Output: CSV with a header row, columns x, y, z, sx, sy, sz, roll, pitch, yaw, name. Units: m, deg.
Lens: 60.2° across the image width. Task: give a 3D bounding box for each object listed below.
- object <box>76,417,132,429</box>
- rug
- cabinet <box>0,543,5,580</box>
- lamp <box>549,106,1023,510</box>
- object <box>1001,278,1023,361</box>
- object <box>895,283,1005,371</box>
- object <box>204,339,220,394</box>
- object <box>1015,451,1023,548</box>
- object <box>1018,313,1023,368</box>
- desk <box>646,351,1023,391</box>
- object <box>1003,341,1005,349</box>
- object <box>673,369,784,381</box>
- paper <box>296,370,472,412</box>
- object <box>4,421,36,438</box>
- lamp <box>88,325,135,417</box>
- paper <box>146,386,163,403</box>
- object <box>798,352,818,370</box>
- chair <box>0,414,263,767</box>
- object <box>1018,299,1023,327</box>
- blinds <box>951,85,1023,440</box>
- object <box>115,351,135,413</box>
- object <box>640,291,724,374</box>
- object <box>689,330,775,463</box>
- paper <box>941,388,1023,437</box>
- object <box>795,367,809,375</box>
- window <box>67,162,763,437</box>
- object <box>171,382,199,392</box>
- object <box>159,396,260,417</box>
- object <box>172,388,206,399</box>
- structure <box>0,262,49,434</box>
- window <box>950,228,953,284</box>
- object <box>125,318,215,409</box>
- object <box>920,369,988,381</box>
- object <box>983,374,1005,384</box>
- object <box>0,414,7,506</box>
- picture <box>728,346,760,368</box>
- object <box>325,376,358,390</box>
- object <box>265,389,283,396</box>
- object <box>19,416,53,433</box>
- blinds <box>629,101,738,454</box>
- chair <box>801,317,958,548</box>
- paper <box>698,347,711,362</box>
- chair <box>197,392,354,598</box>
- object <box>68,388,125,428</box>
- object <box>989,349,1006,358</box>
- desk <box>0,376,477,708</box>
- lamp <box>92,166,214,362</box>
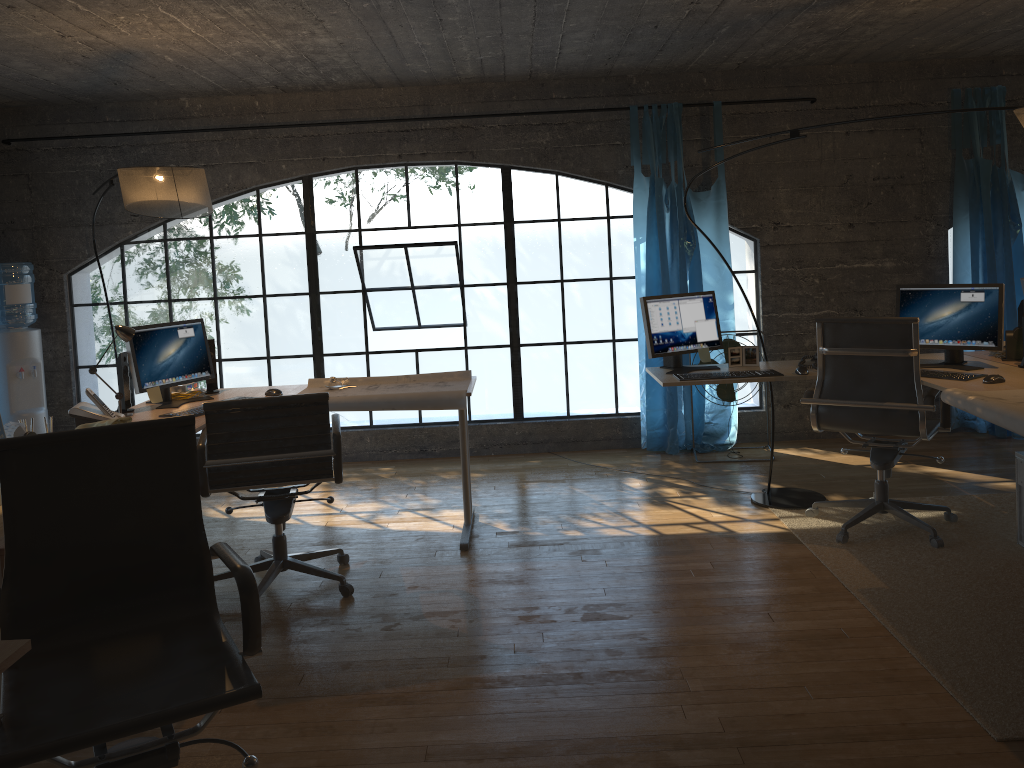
x,y,z,sx,sy,sz,roll,pitch,yaw,name
-1.447,0.191,3.110,0.255,0.129,0.255,-2,7,3,object
2.114,0.757,3.477,1.600,0.005,2.222,-3,9,1,rug
-1.702,0.757,2.883,0.426,0.568,0.428,-3,5,-2,cabinet
0.377,-0.456,5.681,0.388,1.920,6.253,-6,8,-43,lamp
2.505,-0.307,4.228,0.285,0.388,0.474,0,7,26,object
2.071,-0.279,4.192,0.470,0.388,0.287,3,7,41,object
-1.551,-0.091,4.522,0.085,0.276,0.085,-3,4,3,object
2.414,0.503,3.709,0.480,0.409,0.201,-2,4,5,object
2.356,-0.213,4.030,0.085,0.276,0.085,-6,5,-43,object
2.343,0.463,2.939,3.258,0.733,3.503,-3,8,1,desk
2.475,-0.189,4.403,0.144,0.032,0.153,-2,8,5,object
1.033,-0.044,4.238,0.490,0.011,0.189,-3,9,0,object
-0.635,0.045,4.332,0.851,0.113,0.587,-3,8,1,paper
-1.745,0.202,3.127,0.154,0.134,0.099,2,7,35,object
-1.774,-0.056,3.930,0.208,0.406,0.105,-6,4,-32,lamp
-1.659,0.052,4.104,0.019,0.074,0.079,-1,6,26,paper
1.550,-0.129,4.398,0.279,0.081,0.415,2,10,32,object
-0.849,0.624,2.014,0.655,1.009,0.687,-6,6,-30,chair
2.597,-0.295,4.492,0.085,0.276,0.085,-3,4,0,object
3.298,-0.742,5.785,0.858,2.404,0.262,-2,3,9,blinds
-1.792,-0.009,4.061,0.085,0.276,0.085,1,5,44,object
0.873,-0.267,4.511,0.472,0.388,0.287,-6,6,-29,object
1.405,0.047,5.777,0.490,0.797,0.585,-2,5,6,object
1.980,0.102,3.084,0.581,0.113,0.859,-3,9,1,paper
1.374,-0.064,4.180,0.059,0.034,0.102,-2,8,11,object
-1.970,-0.384,5.050,6.987,1.857,3.196,-10,10,-39,window
-1.673,0.015,4.434,0.144,0.032,0.153,-2,8,5,object
-1.366,0.104,4.061,0.187,0.011,0.495,1,10,25,object
-1.649,0.048,4.434,0.204,0.036,0.206,-3,8,-1,object
-3.262,-0.061,5.827,0.326,1.467,0.329,-2,4,21,structure
1.364,-0.652,5.650,12.264,1.839,3.943,-6,8,-20,window
-1.643,-0.102,4.259,0.285,0.388,0.474,0,7,26,object
1.866,-0.051,4.006,0.188,0.011,0.492,-9,10,-34,object
2.015,-0.022,3.693,0.101,0.034,0.059,-7,8,-24,object
-1.530,0.225,2.404,0.137,0.282,0.406,-3,7,1,object
1.182,-0.141,4.516,0.158,0.104,0.032,-3,4,1,picture
-0.865,-0.010,4.473,0.160,0.064,0.054,-8,7,-32,object
-1.171,0.040,4.345,0.101,0.034,0.059,3,9,35,object
-1.748,0.188,3.237,0.133,0.128,0.039,-3,4,-4,object
1.139,-0.699,5.816,0.668,2.283,0.259,-3,3,-4,blinds
1.696,0.171,4.156,0.653,1.009,0.690,0,6,34,chair
0.989,-0.148,4.524,0.078,0.074,0.018,-6,5,-29,paper
-1.036,0.449,3.748,0.654,0.853,0.689,-4,5,-13,chair
-1.759,0.095,3.741,0.190,0.163,0.170,-5,6,-14,object
2.499,-0.156,4.404,0.204,0.036,0.206,-3,8,-1,object
-1.017,0.627,2.968,1.634,0.733,3.542,-3,8,2,desk
-3.220,-0.405,6.541,0.387,1.919,6.263,-5,8,-34,lamp
